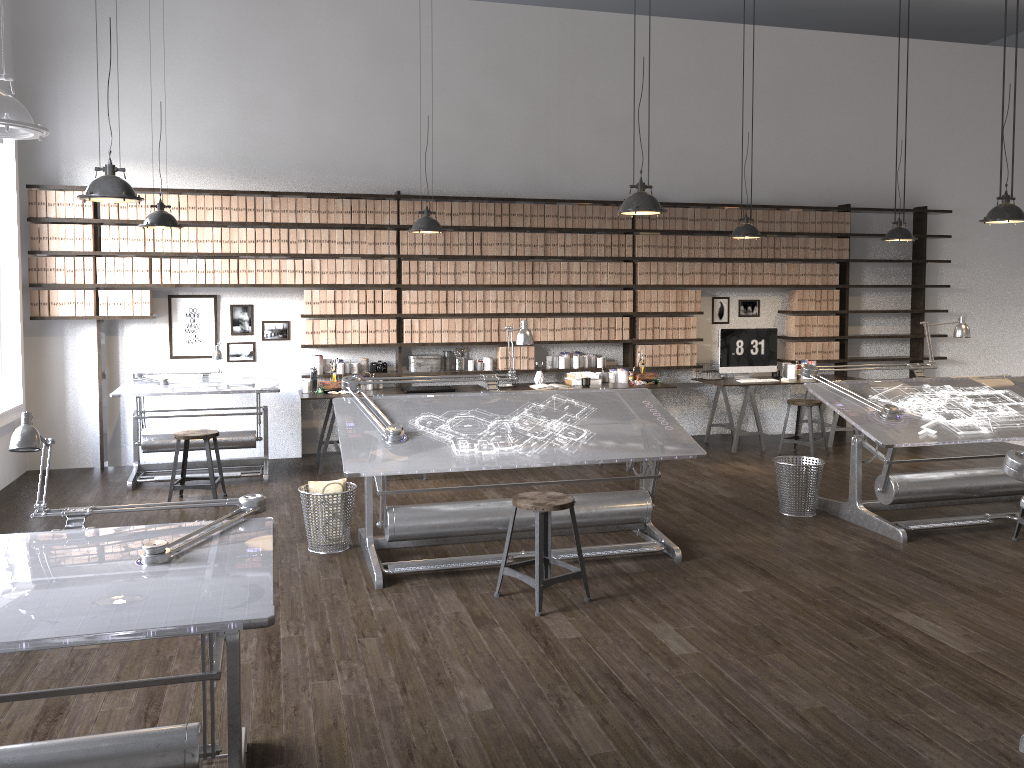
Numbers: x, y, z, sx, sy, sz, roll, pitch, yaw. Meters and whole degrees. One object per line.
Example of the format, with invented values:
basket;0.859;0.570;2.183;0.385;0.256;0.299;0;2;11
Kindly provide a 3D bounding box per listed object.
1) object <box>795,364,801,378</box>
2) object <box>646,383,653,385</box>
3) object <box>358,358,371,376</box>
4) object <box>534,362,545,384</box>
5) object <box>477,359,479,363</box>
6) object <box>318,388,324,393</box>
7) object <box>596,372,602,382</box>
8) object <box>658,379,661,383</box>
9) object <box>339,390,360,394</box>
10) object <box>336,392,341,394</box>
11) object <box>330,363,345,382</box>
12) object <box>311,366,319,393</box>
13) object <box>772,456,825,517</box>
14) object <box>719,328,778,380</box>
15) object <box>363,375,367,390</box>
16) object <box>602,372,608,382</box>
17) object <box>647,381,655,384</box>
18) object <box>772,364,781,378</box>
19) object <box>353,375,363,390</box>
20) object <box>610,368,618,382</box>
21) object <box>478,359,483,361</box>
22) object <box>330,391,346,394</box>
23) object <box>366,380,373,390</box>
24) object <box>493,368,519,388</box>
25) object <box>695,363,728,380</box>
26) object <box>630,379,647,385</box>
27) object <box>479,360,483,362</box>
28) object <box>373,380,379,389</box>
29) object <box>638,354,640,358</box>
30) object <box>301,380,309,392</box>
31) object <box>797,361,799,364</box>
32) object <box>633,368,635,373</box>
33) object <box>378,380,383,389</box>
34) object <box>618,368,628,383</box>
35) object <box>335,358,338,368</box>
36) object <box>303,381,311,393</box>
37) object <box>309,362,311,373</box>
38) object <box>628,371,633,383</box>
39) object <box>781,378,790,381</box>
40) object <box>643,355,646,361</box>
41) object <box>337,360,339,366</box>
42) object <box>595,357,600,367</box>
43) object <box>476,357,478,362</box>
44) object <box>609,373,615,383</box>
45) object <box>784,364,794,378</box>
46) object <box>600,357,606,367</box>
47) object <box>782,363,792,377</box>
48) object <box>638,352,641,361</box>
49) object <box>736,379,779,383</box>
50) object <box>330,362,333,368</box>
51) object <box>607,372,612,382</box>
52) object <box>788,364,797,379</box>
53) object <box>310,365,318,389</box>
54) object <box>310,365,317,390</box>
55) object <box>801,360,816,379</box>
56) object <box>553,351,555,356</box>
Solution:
object;2.934;-0.131;9.096;0.068;0.154;0.069;-3;5;-39
object;1.332;-0.004;8.507;0.005;0.005;0.158;4;7;40
object;-1.354;-0.154;8.253;0.236;0.161;0.107;4;6;40
object;0.264;-0.103;8.514;0.101;0.208;0.102;2;4;30
object;-0.317;-0.188;8.473;0.035;0.102;0.004;-1;3;-20
object;-1.680;0.058;7.783;0.049;0.037;0.049;-2;5;-19
object;0.851;-0.068;8.683;0.062;0.094;0.062;2;4;26
object;1.426;-0.032;8.623;0.049;0.037;0.049;-1;5;-12
object;-1.423;0.057;7.765;0.197;0.050;0.132;1;6;14
object;-1.520;0.076;7.724;0.006;0.006;0.157;-3;7;-35
object;-1.567;-0.108;8.049;0.077;0.145;0.346;0;6;7
object;-1.736;-0.039;7.791;0.069;0.229;0.068;-1;4;-18
object;2.008;0.722;6.215;0.353;0.377;0.354;1;5;6
object;2.379;-0.306;8.981;0.643;0.516;0.205;-1;4;-15
object;-1.373;-0.016;8.083;0.095;0.128;0.094;-1;4;-11
object;0.909;-0.064;8.649;0.062;0.093;0.063;2;5;26
object;1.322;-0.010;8.499;0.011;0.017;0.172;4;7;43
object;2.733;-0.135;9.163;0.097;0.142;0.092;-3;5;-36
object;-1.391;-0.010;7.967;0.105;0.141;0.104;-2;5;-23
object;1.009;-0.086;8.727;0.095;0.128;0.094;-1;4;-19
object;-0.312;-0.230;8.610;0.061;0.016;0.061;4;7;31
object;-1.527;0.072;7.728;0.171;0.017;0.011;2;4;16
object;-1.289;0.004;8.009;0.062;0.094;0.062;2;4;25
object;-0.061;-0.056;8.299;0.204;0.160;0.285;-1;6;-15
object;2.017;-0.126;8.956;0.284;0.160;0.204;-2;5;-23
object;1.214;-0.020;8.479;0.197;0.050;0.132;-6;8;-44
object;-0.299;-0.184;8.551;0.045;0.101;0.044;-1;4;-12
object;-1.247;-0.002;8.066;0.063;0.093;0.063;3;5;34
object;1.265;-0.202;8.693;0.053;0.181;0.006;2;4;28
object;-1.829;0.019;7.835;0.070;0.103;0.069;-1;4;-20
object;2.987;-0.161;9.204;0.007;0.157;0.054;-2;4;-32
object;1.184;-0.095;8.679;0.040;0.130;0.005;-1;3;-17
object;-1.215;-0.008;8.124;0.062;0.094;0.062;3;5;34
object;1.083;-0.082;8.636;0.105;0.141;0.104;-1;4;-8
object;-1.574;-0.128;7.902;0.055;0.213;0.007;1;3;20
object;-1.800;0.026;7.763;0.068;0.104;0.068;-1;4;-11
object;-1.836;-0.150;8.158;0.061;0.110;0.062;-1;4;-16
object;1.157;-0.066;8.616;0.049;0.111;0.049;-1;4;-12
object;2.726;-0.048;8.841;0.059;0.028;0.106;-2;6;-18
object;1.280;-0.199;8.680;0.071;0.185;0.008;2;4;27
object;-1.574;-0.124;7.917;0.055;0.192;0.006;-1;3;-16
object;0.857;-0.220;8.873;0.044;0.102;0.045;-2;4;-24
object;-0.328;-0.193;8.486;0.028;0.126;0.004;-1;3;-17
object;0.973;-0.061;8.621;0.062;0.094;0.062;3;5;35
object;2.859;-0.135;9.143;0.097;0.142;0.096;0;4;2
object;0.914;-0.222;8.899;0.062;0.095;0.062;1;4;17
object;2.871;-0.147;9.245;0.094;0.144;0.095;0;4;2
object;1.262;-0.211;8.677;0.055;0.213;0.007;-1;3;-9
object;2.430;-0.030;8.747;0.439;0.017;0.119;-2;6;-20
object;-1.592;-0.117;7.909;0.071;0.186;0.008;-1;3;-14
object;0.957;-0.068;8.681;0.045;0.101;0.044;-1;4;-15
object;2.860;-0.124;9.036;0.094;0.144;0.095;1;4;11
object;-1.755;-0.050;7.859;0.069;0.237;0.068;-1;4;-18
object;-1.777;-0.055;7.941;0.069;0.229;0.068;-1;4;-18
object;3.031;-0.145;9.051;0.144;0.195;0.145;-4;6;-43
object;0.426;-0.244;8.772;0.041;0.168;0.009;-1;3;-12
